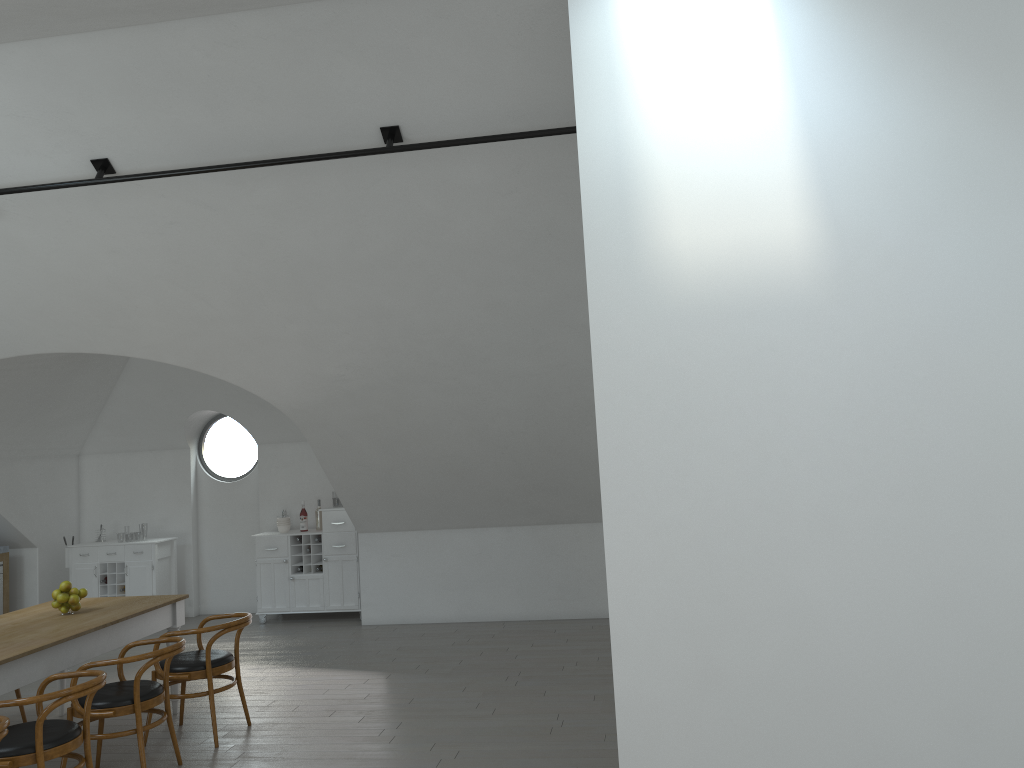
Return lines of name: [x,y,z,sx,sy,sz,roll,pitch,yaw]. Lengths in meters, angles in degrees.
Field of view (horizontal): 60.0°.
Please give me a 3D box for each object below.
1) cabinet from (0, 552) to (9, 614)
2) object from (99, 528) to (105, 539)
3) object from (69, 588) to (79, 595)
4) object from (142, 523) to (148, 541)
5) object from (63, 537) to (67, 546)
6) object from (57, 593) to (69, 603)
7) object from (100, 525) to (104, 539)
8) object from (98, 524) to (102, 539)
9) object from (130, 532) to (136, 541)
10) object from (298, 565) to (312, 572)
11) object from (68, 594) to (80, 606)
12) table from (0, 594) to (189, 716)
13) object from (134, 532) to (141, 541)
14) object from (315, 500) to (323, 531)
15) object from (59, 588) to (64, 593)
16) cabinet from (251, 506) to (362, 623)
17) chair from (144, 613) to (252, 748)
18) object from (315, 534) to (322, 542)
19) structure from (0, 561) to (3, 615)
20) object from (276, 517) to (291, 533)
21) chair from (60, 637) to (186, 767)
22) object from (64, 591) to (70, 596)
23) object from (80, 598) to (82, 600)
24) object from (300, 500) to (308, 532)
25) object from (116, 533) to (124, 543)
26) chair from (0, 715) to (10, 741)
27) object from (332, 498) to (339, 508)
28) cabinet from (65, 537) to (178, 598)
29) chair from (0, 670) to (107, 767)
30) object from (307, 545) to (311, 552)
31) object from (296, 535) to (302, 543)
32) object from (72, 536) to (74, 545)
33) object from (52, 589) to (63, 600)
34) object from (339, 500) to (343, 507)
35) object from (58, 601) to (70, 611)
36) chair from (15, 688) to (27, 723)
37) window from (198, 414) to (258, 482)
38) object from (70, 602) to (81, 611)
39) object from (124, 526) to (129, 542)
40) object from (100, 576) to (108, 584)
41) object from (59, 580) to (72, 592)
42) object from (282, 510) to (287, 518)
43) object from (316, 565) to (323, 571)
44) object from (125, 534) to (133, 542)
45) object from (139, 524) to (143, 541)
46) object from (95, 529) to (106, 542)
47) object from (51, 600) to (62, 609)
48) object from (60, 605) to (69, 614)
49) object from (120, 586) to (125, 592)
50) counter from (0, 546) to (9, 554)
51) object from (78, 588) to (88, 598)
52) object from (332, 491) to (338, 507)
cabinet: [-6.149,2.113,6.103,1.003,1.024,6.414,-4,-4,8]
object: [-4.553,1.661,9.823,0.097,0.137,0.029,-4,-5,11]
object: [-2.824,1.342,5.718,0.058,0.057,0.053,-5,-5,23]
object: [-3.980,1.605,9.608,0.063,0.187,0.063,-3,-5,-6]
object: [-4.809,1.783,9.597,0.088,0.269,0.029,-2,-6,-18]
object: [-2.863,1.365,5.651,0.071,0.064,0.072,-3,-4,2]
object: [-4.536,1.645,9.804,0.039,0.165,0.024,-5,-6,21]
object: [-4.565,1.646,9.824,0.039,0.175,0.054,-4,-5,8]
object: [-4.105,1.662,9.641,0.094,0.094,0.093,-3,-5,-4]
object: [-2.170,1.949,9.426,0.156,0.086,0.330,-4,-4,9]
object: [-2.810,1.384,5.683,0.071,0.072,0.070,-1,-5,-27]
table: [-3.013,1.826,4.658,1.018,0.801,3.341,-4,-4,8]
object: [-4.044,1.651,9.574,0.071,0.099,0.071,-6,-6,31]
object: [-2.058,1.403,9.480,0.085,0.332,0.085,0,-6,-33]
object: [-2.925,1.345,5.784,0.062,0.060,0.062,-4,-5,9]
cabinet: [-2.101,1.907,9.472,1.242,1.157,0.608,-4,-5,8]
chair: [-1.961,1.864,5.644,0.621,0.737,0.526,-4,-5,11]
object: [-2.014,1.636,9.417,0.087,0.085,0.359,-4,-4,8]
structure: [-5.575,2.148,8.859,0.630,0.638,0.631,-4,-5,8]
object: [-2.449,1.514,9.509,0.154,0.160,0.157,-7,-6,36]
chair: [-2.136,1.829,4.942,0.621,0.737,0.526,-4,-5,3]
object: [-2.879,1.356,5.757,0.053,0.051,0.052,-2,-5,-21]
object: [-2.845,1.388,5.785,0.076,0.077,0.076,-1,-5,-25]
object: [-2.235,1.416,9.511,0.081,0.330,0.081,-4,-5,4]
object: [-4.206,1.654,9.526,0.081,0.105,0.081,-5,-5,21]
chair: [-2.328,1.746,3.505,0.621,0.737,0.526,-4,-5,12]
object: [-1.858,1.256,9.360,0.082,0.105,0.081,1,-7,-43]
cabinet: [-4.226,2.106,9.582,1.134,0.791,0.495,-4,-5,8]
chair: [-2.260,1.790,4.227,0.621,0.737,0.526,-4,-5,8]
object: [-2.111,1.750,9.437,0.085,0.086,0.330,-4,-4,8]
object: [-2.218,1.646,9.456,0.092,0.094,0.358,-4,-4,9]
object: [-4.755,1.779,9.589,0.088,0.269,0.029,-7,-7,35]
object: [-2.922,1.355,5.697,0.066,0.071,0.072,-1,-5,-22]
object: [-1.816,1.268,9.434,0.077,0.085,0.077,-5,-5,16]
object: [-2.896,1.436,5.738,0.080,0.074,0.078,0,-6,-37]
chair: [-3.672,1.984,5.942,0.621,0.737,0.526,-4,-5,5]
window: [-3.228,0.722,10.221,0.899,0.902,0.060,-4,-5,8]
object: [-2.822,1.438,5.733,0.063,0.064,0.063,-5,-5,19]
object: [-4.170,1.625,9.602,0.048,0.170,0.048,-3,-5,-4]
object: [-4.311,2.097,9.500,0.082,0.085,0.316,-4,-4,9]
object: [-2.880,1.306,5.722,0.072,0.074,0.072,-4,-5,8]
object: [-2.516,1.488,9.748,0.115,0.209,0.065,-4,-5,10]
object: [-1.999,1.940,9.394,0.081,0.081,0.358,-4,-4,6]
object: [-4.123,1.661,9.550,0.077,0.085,0.077,-3,-5,-4]
object: [-4.031,1.614,9.646,0.054,0.179,0.054,-2,-5,-14]
object: [-4.554,1.680,9.814,0.101,0.138,0.066,-4,-5,8]
object: [-2.912,1.407,5.668,0.059,0.056,0.059,-4,-5,3]
object: [-2.865,1.444,5.677,0.049,0.050,0.051,-4,-5,12]
object: [-4.103,2.188,9.498,0.082,0.083,0.316,-4,-4,8]
counter: [-6.208,1.302,6.256,0.961,0.621,6.561,-4,-4,8]
object: [-2.793,1.360,5.765,0.063,0.064,0.062,-1,-5,-29]
object: [-1.885,1.230,9.440,0.048,0.170,0.048,-8,-7,41]
